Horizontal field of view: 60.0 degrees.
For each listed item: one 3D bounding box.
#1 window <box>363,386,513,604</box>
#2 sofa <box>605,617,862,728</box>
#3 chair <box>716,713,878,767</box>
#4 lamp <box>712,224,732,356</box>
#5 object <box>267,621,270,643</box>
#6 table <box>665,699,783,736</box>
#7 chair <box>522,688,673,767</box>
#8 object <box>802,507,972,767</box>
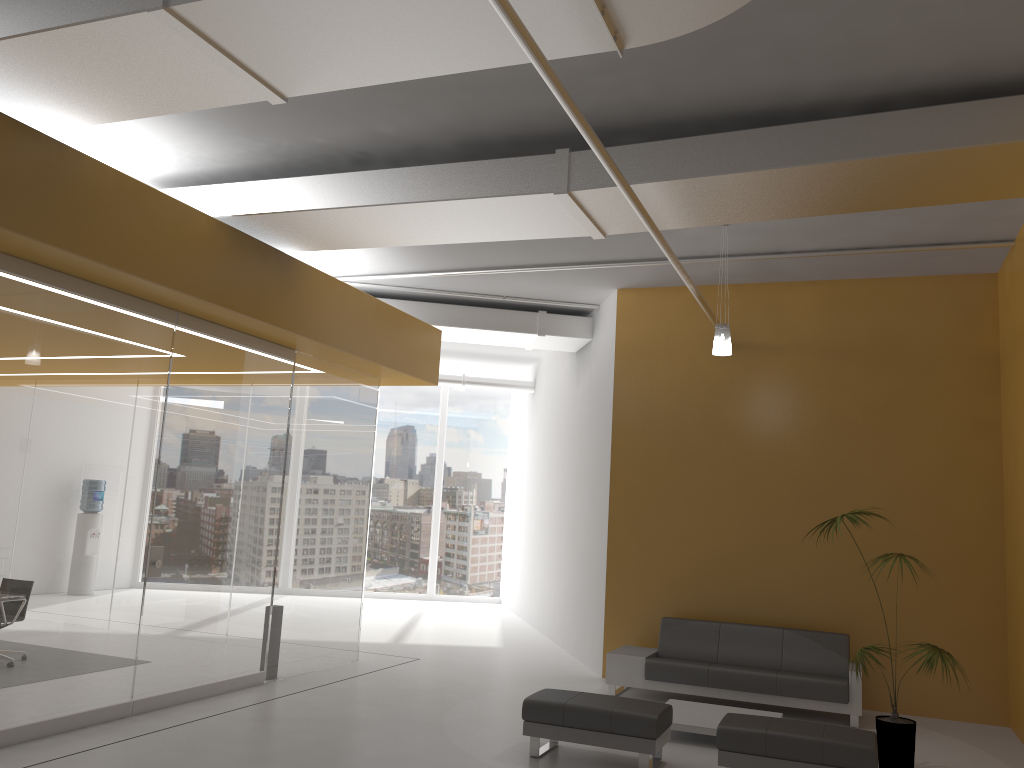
[{"bbox_3d":[-2.901,1.988,17.807,8.533,4.498,0.100,5,-9,-8],"label":"window"},{"bbox_3d":[2.206,2.816,8.863,2.400,0.761,0.860,0,-9,21],"label":"sofa"},{"bbox_3d":[1.934,2.542,6.021,1.012,0.423,0.575,0,-9,21],"label":"chair"},{"bbox_3d":[1.924,-0.873,8.067,0.174,1.227,0.174,8,-10,-27],"label":"lamp"},{"bbox_3d":[-2.427,2.585,8.892,0.124,0.706,0.152,1,-9,16],"label":"object"},{"bbox_3d":[1.737,2.897,7.526,1.000,0.150,1.000,0,-9,21],"label":"table"},{"bbox_3d":[0.632,2.549,6.555,1.012,0.423,0.575,0,-9,21],"label":"chair"},{"bbox_3d":[2.824,1.932,6.788,0.912,1.956,1.222,8,-10,-27],"label":"object"}]
